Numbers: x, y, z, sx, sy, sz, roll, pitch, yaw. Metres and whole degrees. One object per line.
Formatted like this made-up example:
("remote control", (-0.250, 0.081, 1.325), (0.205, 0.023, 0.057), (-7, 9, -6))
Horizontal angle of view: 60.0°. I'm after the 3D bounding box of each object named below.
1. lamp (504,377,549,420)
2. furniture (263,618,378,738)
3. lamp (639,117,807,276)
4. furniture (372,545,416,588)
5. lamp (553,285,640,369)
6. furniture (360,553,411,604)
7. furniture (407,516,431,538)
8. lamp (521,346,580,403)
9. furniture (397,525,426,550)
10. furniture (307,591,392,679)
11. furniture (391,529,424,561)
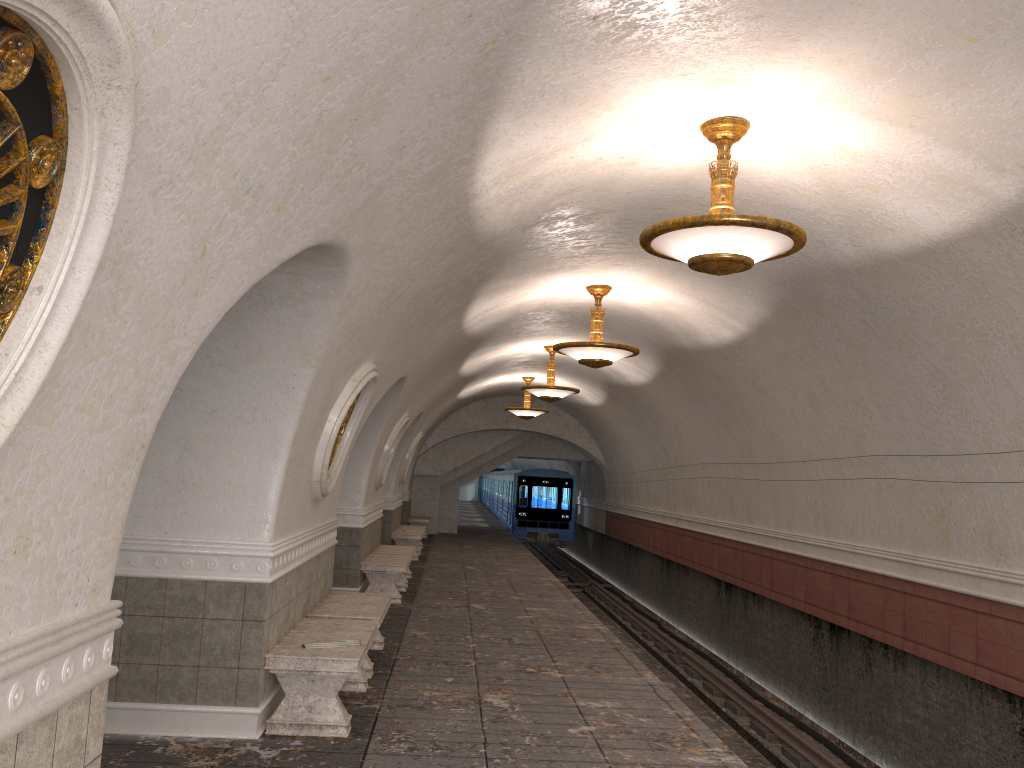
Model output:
("lamp", (0.344, 0.333, 19.906), (1.008, 0.955, 1.008), (-2, -8, 42))
("furniture", (-1.367, 2.106, 6.490), (0.613, 0.508, 1.509), (4, -6, -3))
("lamp", (1.311, -1.143, 5.526), (1.008, 0.955, 1.008), (5, -6, -19))
("furniture", (-1.882, 2.890, 14.135), (0.613, 0.508, 1.509), (4, -6, -3))
("lamp", (0.989, -0.651, 10.320), (1.008, 0.955, 1.008), (2, -6, 12))
("furniture", (-1.769, 2.719, 12.466), (0.613, 0.508, 1.509), (4, -6, -3))
("furniture", (-2.588, 3.968, 24.640), (0.613, 0.508, 1.509), (4, -6, -3))
("lamp", (0.667, -0.159, 15.112), (1.008, 0.955, 1.008), (2, -6, 12))
("furniture", (-2.280, 3.497, 20.053), (0.613, 0.508, 1.509), (4, -6, -3))
("furniture", (-1.480, 2.277, 8.159), (0.613, 0.508, 1.509), (4, -6, -3))
("furniture", (-2.168, 3.326, 18.384), (0.613, 0.508, 1.509), (4, -6, -3))
